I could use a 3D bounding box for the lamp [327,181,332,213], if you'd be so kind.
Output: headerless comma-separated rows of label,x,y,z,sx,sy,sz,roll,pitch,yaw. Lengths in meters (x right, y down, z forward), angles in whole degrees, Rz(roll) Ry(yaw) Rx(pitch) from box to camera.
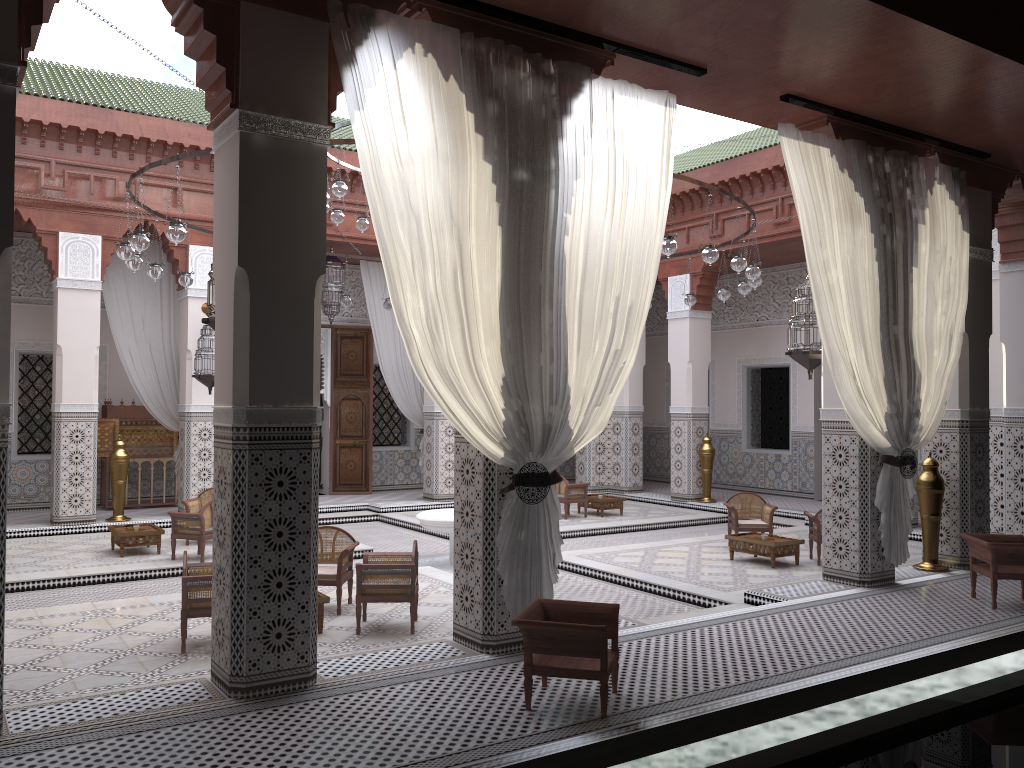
lamp,-1.019,-1.072,4.718,0.091,0.371,0.090,-1,-2,36

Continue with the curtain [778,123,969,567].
curtain,1.595,-0.120,3.703,1.304,1.761,0.137,1,-2,-34

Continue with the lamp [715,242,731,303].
lamp,1.310,-0.683,5.443,0.091,0.371,0.090,-1,-2,41

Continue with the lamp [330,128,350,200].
lamp,-0.844,-1.081,4.313,0.090,0.371,0.091,1,-2,-29

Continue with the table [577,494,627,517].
table,0.650,0.892,6.540,0.229,0.142,0.330,1,-2,-33

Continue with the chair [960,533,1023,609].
chair,1.892,0.717,3.398,0.234,0.252,0.259,0,-1,6

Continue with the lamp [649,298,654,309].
lamp,0.916,-0.672,6.036,0.091,0.371,0.090,1,-1,-9

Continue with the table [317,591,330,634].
table,-0.822,0.806,3.174,0.229,0.142,0.330,1,-2,-33

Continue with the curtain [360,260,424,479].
curtain,-0.629,-0.055,7.095,1.304,1.761,0.048,1,-2,-33

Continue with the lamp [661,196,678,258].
lamp,0.666,-0.725,3.792,0.091,0.371,0.090,1,-1,-19

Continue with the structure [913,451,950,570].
structure,1.944,0.582,4.118,0.156,0.539,0.156,1,-1,-17

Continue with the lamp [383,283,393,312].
lamp,-0.848,-0.680,6.107,0.090,0.371,0.091,0,-1,21

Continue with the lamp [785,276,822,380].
lamp,1.365,-0.295,4.053,0.216,0.552,0.221,1,-2,-33

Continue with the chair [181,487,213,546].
chair,-1.734,0.759,5.102,0.263,0.313,0.208,0,-1,2

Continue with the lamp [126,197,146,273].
lamp,-1.849,-0.727,4.328,0.091,0.371,0.090,-1,-2,36

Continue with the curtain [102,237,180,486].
curtain,-2.191,-0.087,6.086,1.304,1.761,0.048,1,-2,-33

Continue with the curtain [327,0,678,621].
curtain,0.060,-0.154,2.694,1.303,1.764,0.129,1,-2,-33

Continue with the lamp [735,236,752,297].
lamp,1.356,-0.690,5.137,0.091,0.371,0.090,-1,-2,41

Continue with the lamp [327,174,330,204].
lamp,-0.969,-1.077,4.507,0.090,0.371,0.091,1,-1,-9

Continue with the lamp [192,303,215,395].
lamp,-1.964,-0.239,5.782,0.216,0.618,0.217,1,-2,-33

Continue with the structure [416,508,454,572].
structure,-0.303,0.859,4.872,0.528,0.310,0.501,1,-2,-33

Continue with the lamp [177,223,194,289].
lamp,-1.823,-0.713,4.943,0.090,0.371,0.091,1,-2,-29

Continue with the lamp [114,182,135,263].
lamp,-1.757,-0.734,4.025,0.091,0.371,0.090,1,-1,-19

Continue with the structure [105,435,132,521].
structure,-2.498,0.592,5.637,0.156,0.539,0.156,0,-2,28

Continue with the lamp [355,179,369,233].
lamp,-0.875,-1.061,5.157,0.090,0.371,0.091,1,-1,-9

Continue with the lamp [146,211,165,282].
lamp,-1.871,-0.720,4.638,0.090,0.371,0.091,1,-2,-39

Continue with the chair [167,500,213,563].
chair,-1.608,0.748,4.590,0.208,0.313,0.263,0,-1,23

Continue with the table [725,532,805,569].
table,1.300,0.850,4.574,0.229,0.142,0.330,1,-2,-33

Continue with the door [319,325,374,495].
door,-1.781,0.176,7.197,1.244,1.461,0.419,1,-2,-33

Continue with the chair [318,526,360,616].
chair,-0.748,0.727,3.481,0.263,0.313,0.208,0,-1,2

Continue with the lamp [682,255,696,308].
lamp,1.165,-0.677,5.754,0.091,0.371,0.090,-1,-2,41

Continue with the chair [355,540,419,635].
chair,-0.447,0.722,3.200,0.208,0.313,0.263,0,-1,-3

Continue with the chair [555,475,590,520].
chair,0.397,0.801,6.370,0.208,0.313,0.263,1,-2,-37

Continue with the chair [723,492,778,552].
chair,1.340,0.774,4.995,0.263,0.313,0.208,0,-1,2

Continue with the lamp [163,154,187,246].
lamp,-1.354,-0.742,3.563,0.091,0.371,0.090,1,-1,-19

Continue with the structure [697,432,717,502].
structure,1.521,0.645,6.920,0.156,0.539,0.156,0,-1,17

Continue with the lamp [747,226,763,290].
lamp,1.317,-0.698,4.819,0.091,0.371,0.090,1,-1,-19

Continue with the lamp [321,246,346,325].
lamp,-1.316,-0.718,6.463,0.221,0.571,0.220,1,-2,-33

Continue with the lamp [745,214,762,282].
lamp,1.227,-0.705,4.521,0.091,0.371,0.090,1,-1,-19

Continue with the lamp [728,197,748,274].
lamp,1.084,-0.712,4.245,0.091,0.371,0.090,1,-1,-19

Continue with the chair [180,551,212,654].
chair,-0.999,0.714,2.979,0.208,0.313,0.263,1,-1,-19

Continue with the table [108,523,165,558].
table,-2.026,0.836,4.774,0.229,0.142,0.330,1,-2,-33

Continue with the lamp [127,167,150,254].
lamp,-1.586,-0.739,3.768,0.091,0.371,0.090,1,-1,-19

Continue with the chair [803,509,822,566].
chair,1.660,0.766,4.574,0.263,0.313,0.208,0,-1,7

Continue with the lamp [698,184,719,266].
lamp,0.893,-0.719,4.003,0.091,0.371,0.090,1,-1,-19

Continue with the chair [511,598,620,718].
chair,0.143,0.705,2.261,0.234,0.252,0.259,0,-1,14

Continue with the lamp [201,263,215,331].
lamp,-0.795,-0.341,2.627,0.216,0.552,0.221,1,-2,-33

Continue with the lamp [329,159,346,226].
lamp,-0.981,-1.067,4.951,0.090,0.371,0.091,1,-2,-29

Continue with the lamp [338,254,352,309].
lamp,-1.117,-0.686,5.942,0.090,0.371,0.091,0,-1,1
